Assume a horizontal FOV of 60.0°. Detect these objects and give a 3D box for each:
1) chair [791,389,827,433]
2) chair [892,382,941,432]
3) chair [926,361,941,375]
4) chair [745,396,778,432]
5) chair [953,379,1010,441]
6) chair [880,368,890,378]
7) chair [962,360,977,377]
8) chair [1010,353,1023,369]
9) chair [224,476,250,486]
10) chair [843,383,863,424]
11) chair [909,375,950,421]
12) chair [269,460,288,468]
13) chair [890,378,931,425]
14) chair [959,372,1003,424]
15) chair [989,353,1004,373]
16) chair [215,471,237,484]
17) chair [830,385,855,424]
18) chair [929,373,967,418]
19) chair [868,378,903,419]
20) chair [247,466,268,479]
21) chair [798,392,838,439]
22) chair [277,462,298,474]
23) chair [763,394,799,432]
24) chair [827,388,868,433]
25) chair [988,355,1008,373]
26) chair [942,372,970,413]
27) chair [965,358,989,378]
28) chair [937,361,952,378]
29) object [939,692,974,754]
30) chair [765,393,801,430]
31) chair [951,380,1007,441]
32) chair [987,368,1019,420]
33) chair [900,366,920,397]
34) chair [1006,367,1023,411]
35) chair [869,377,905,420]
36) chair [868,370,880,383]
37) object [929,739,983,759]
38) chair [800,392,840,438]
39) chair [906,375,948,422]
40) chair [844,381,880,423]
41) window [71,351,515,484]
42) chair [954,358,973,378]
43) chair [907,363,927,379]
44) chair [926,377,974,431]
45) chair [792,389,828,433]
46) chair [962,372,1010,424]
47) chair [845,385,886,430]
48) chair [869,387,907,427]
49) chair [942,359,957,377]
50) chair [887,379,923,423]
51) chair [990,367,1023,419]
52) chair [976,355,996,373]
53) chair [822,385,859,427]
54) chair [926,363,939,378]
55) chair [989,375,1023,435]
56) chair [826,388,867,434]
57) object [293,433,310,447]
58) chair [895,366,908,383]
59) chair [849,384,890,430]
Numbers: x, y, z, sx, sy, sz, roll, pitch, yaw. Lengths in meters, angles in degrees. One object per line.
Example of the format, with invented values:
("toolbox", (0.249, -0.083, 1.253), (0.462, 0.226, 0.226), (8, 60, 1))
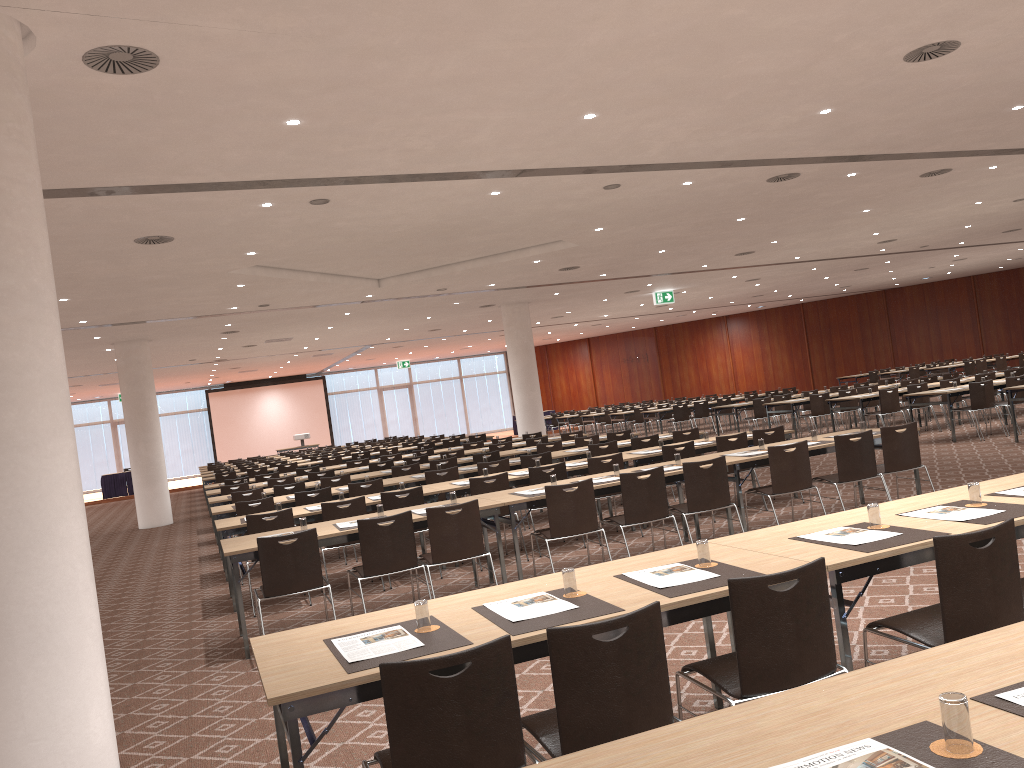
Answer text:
("chair", (6.811, 0.623, 20.440), (0.535, 0.939, 0.614), (-8, 0, -20))
("chair", (7.498, 0.470, 16.559), (0.535, 0.939, 0.614), (-8, 0, -17))
("chair", (14.997, -0.329, 31.528), (0.535, 0.939, 0.614), (-8, 0, -22))
("chair", (5.619, 0.780, 19.999), (0.535, 0.939, 0.614), (-8, 0, -21))
("chair", (7.604, 0.423, 14.469), (0.535, 0.939, 0.614), (-8, 0, -18))
("chair", (12.920, -0.054, 30.892), (0.535, 0.939, 0.614), (-8, 0, -22))
("chair", (13.701, -0.225, 26.713), (0.535, 0.939, 0.614), (-8, 0, -22))
("chair", (15.785, -0.499, 27.483), (0.535, 0.939, 0.614), (-8, 0, -18))
("chair", (-4.971, 2.173, 16.165), (0.535, 0.939, 0.614), (-8, 0, -21))
("chair", (8.232, 0.438, 21.044), (0.535, 0.939, 0.614), (-8, 0, -22))
("chair", (8.996, 0.305, 19.242), (0.535, 0.939, 0.614), (-8, 0, -20))
("chair", (-5.697, 2.359, 21.797), (0.535, 0.939, 0.614), (-8, 0, -19))
("chair", (8.434, 0.377, 18.910), (0.535, 0.939, 0.614), (-8, 0, -22))
("chair", (8.998, 0.272, 17.068), (0.535, 0.939, 0.614), (-8, 0, -20))
("chair", (16.339, -0.538, 29.895), (0.535, 0.939, 0.614), (-8, 0, -18))
("chair", (-6.222, 2.395, 19.429), (0.535, 0.939, 0.614), (-8, 0, -18))
("chair", (7.594, 0.522, 20.853), (0.535, 0.939, 0.614), (-8, 0, -22))
("chair", (9.523, 0.235, 19.391), (0.535, 0.939, 0.614), (-8, 0, -20))
("chair", (8.870, 0.353, 21.201), (0.535, 0.939, 0.614), (-8, 0, -18))
("chair", (-5.616, 2.316, 19.698), (0.535, 0.939, 0.614), (-8, 0, -20))
("chair", (6.239, 0.667, 18.178), (0.535, 0.939, 0.614), (-8, 0, -17))
("chair", (-4.982, 2.231, 19.850), (0.535, 0.939, 0.614), (-8, 0, -20))
("chair", (6.103, 0.718, 20.257), (0.535, 0.939, 0.614), (-8, 0, -22))
("chair", (6.894, 0.580, 18.341), (0.535, 0.939, 0.614), (-8, 0, -17))
("chair", (14.936, -0.386, 27.247), (0.535, 0.939, 0.614), (-8, 0, -20))
("chair", (9.519, 0.236, 19.390), (0.535, 0.939, 0.614), (-8, 0, -19))
("chair", (14.271, -0.297, 27.133), (0.535, 0.939, 0.614), (-8, 0, -20))
("chair", (14.162, -0.250, 29.222), (0.535, 0.939, 0.614), (-8, 0, -21))
("object", (0.940, 0.716, 1.877), (0.054, 0.114, 0.054), (-8, 0, 14))
("chair", (6.165, 0.709, 20.280), (0.535, 0.939, 0.614), (-8, 0, -23))
("chair", (7.547, 0.431, 14.448), (0.535, 0.939, 0.614), (-8, 0, -17))
("chair", (9.635, 0.187, 17.225), (0.535, 0.939, 0.614), (-8, 0, -21))
("chair", (12.977, -0.094, 28.784), (0.535, 0.939, 0.614), (-8, 0, -21))
("chair", (10.181, 0.117, 17.550), (0.535, 0.939, 0.614), (-8, 0, -18))
("chair", (8.930, 0.345, 21.223), (0.535, 0.939, 0.614), (-8, 0, -23))
("chair", (12.369, 0.015, 30.480), (0.535, 0.939, 0.614), (-8, 0, -20))
("object", (0.943, 0.774, 1.883), (0.102, 0.001, 0.102), (-7, -1, -31))
("chair", (6.286, 0.661, 18.195), (0.535, 0.939, 0.614), (-8, 0, -19))
("chair", (8.931, 0.314, 19.218), (0.535, 0.939, 0.614), (-8, 0, -21))
("chair", (8.234, 0.437, 21.044), (0.535, 0.939, 0.614), (-8, 0, -20))
("window", (-10.719, 1.714, 39.755), (22.951, 3.872, 0.217), (-7, 0, -20))
("chair", (15.132, -0.377, 29.580), (0.535, 0.939, 0.614), (-8, 0, -18))
("chair", (14.407, -0.250, 31.442), (0.535, 0.939, 0.614), (-8, 0, -17))
("chair", (8.191, 0.377, 16.691), (0.535, 0.939, 0.614), (-8, 0, -17))
("chair", (6.827, 0.621, 20.446), (0.535, 0.939, 0.614), (-8, 0, -22))
("chair", (9.076, 0.262, 17.097), (0.535, 0.939, 0.614), (-8, 0, -19))
("chair", (7.382, 0.517, 18.646), (0.535, 0.939, 0.614), (-8, 0, -18))
("chair", (6.850, 0.554, 16.274), (0.535, 0.939, 0.614), (-8, 0, -19))
("chair", (15.668, -0.415, 31.907), (0.535, 0.939, 0.614), (-8, 0, -19))
("chair", (8.363, 0.387, 18.884), (0.535, 0.939, 0.614), (-8, 0, -23))
("chair", (9.707, 0.177, 17.251), (0.535, 0.939, 0.614), (-8, 0, -18))
("chair", (15.793, -0.468, 29.615), (0.535, 0.939, 0.614), (-8, 0, -23))
("chair", (7.676, 0.512, 20.884), (0.535, 0.939, 0.614), (-8, 0, -18))
("chair", (13.572, -0.174, 28.872), (0.535, 0.939, 0.614), (-8, 0, -22))
("chair", (8.263, 0.334, 14.588), (0.535, 0.939, 0.614), (-8, 0, -17))
("chair", (6.872, 0.583, 18.333), (0.535, 0.939, 0.614), (-8, 0, -20))
("object", (-7.920, 2.115, 33.460), (0.575, 0.472, 0.614), (-8, -1, -20))
("chair", (13.492, -0.131, 30.972), (0.535, 0.939, 0.614), (-8, 0, -22))
("chair", (7.478, 0.505, 18.681), (0.535, 0.939, 0.614), (-8, 0, -23))
